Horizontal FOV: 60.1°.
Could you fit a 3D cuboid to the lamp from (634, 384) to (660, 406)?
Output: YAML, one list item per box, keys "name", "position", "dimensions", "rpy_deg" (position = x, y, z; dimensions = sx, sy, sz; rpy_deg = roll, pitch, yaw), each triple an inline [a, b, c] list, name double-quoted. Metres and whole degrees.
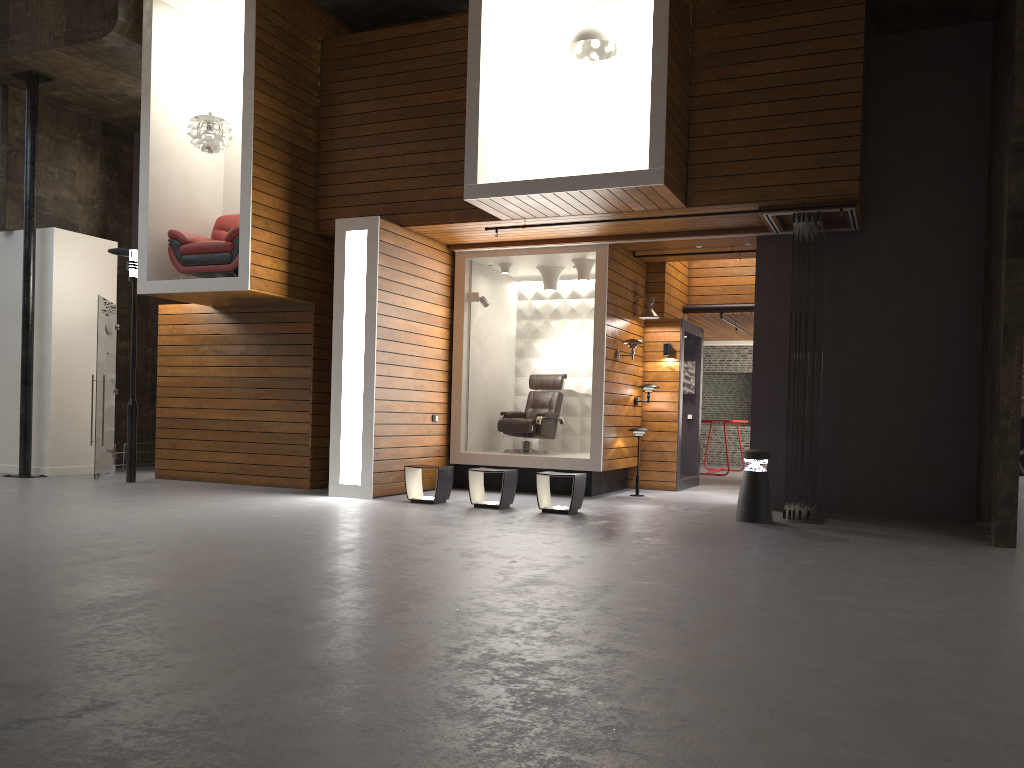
- name: "lamp"
  position: [1.774, 0.140, 11.621]
  dimensions: [0.326, 0.297, 0.288]
  rpy_deg: [1, -1, 24]

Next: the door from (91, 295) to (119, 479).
- name: "door"
  position: [-5.344, 0.057, 11.689]
  dimensions: [0.146, 2.305, 1.285]
  rpy_deg: [1, 0, -14]

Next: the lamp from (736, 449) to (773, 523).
- name: "lamp"
  position: [2.357, 0.979, 8.582]
  dimensions: [0.348, 0.696, 0.348]
  rpy_deg: [2, 0, 29]

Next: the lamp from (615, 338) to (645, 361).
- name: "lamp"
  position: [1.444, -0.421, 10.794]
  dimensions: [0.351, 0.271, 0.288]
  rpy_deg: [1, -1, 24]

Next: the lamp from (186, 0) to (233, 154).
- name: "lamp"
  position: [-3.394, -3.517, 9.999]
  dimensions: [0.512, 1.775, 0.487]
  rpy_deg: [1, 1, -12]

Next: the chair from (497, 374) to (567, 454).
- name: "chair"
  position: [0.270, 0.384, 11.885]
  dimensions: [0.755, 1.072, 0.825]
  rpy_deg: [2, 0, 39]

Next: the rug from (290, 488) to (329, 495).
- name: "rug"
  position: [-1.996, 1.278, 10.770]
  dimensions: [0.540, 0.014, 1.579]
  rpy_deg: [1, -2, 24]

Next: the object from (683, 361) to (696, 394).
- name: "object"
  position: [2.508, -0.095, 13.068]
  dimensions: [0.380, 0.478, 0.048]
  rpy_deg: [1, 1, 24]

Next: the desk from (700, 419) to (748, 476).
- name: "desk"
  position: [3.770, 1.154, 16.285]
  dimensions: [0.844, 0.985, 1.717]
  rpy_deg: [1, -1, 24]

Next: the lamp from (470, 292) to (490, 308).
- name: "lamp"
  position: [-0.404, -1.070, 11.262]
  dimensions: [0.249, 0.188, 0.129]
  rpy_deg: [2, 0, -8]

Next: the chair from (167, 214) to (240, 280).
- name: "chair"
  position: [-3.254, -1.613, 10.346]
  dimensions: [1.199, 0.938, 0.953]
  rpy_deg: [1, -1, 24]

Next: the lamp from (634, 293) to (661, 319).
- name: "lamp"
  position: [1.756, -1.017, 11.472]
  dimensions: [0.346, 0.331, 0.295]
  rpy_deg: [1, -1, 26]

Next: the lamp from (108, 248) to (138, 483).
- name: "lamp"
  position: [-4.661, -0.184, 10.902]
  dimensions: [0.630, 2.949, 0.629]
  rpy_deg: [1, 1, -25]

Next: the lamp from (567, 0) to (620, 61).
- name: "lamp"
  position: [0.835, -3.852, 8.912]
  dimensions: [0.529, 0.987, 0.530]
  rpy_deg: [2, 0, 36]

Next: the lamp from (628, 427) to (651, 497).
- name: "lamp"
  position: [1.566, 0.959, 10.989]
  dimensions: [0.287, 0.863, 0.287]
  rpy_deg: [2, 1, 9]
